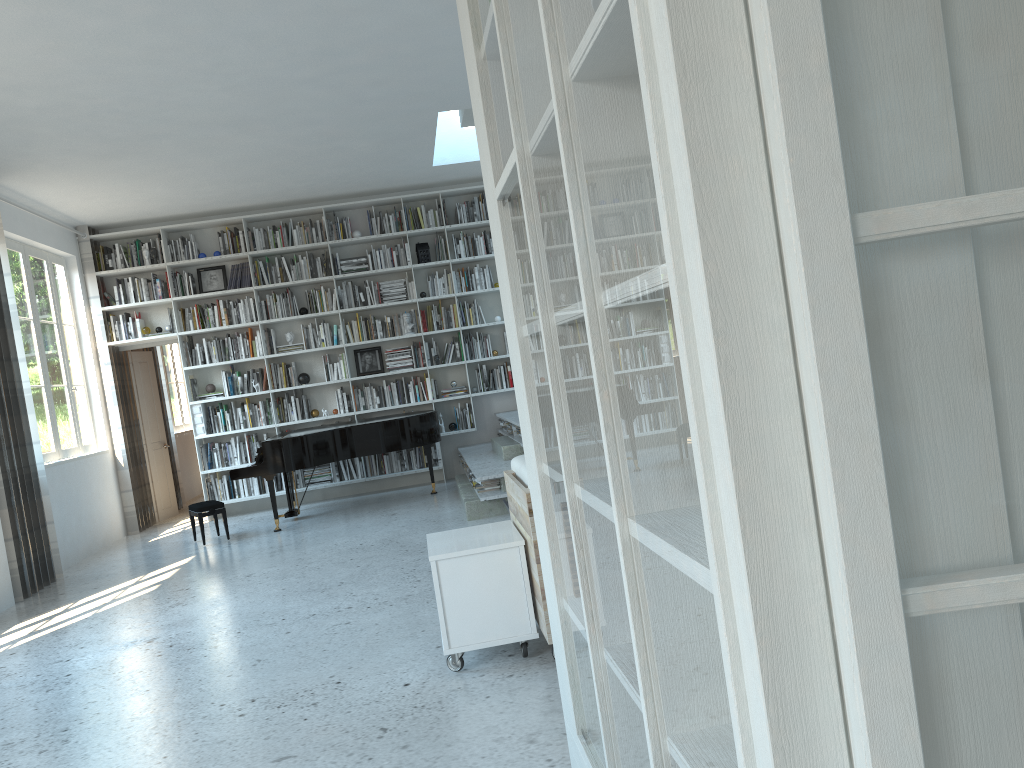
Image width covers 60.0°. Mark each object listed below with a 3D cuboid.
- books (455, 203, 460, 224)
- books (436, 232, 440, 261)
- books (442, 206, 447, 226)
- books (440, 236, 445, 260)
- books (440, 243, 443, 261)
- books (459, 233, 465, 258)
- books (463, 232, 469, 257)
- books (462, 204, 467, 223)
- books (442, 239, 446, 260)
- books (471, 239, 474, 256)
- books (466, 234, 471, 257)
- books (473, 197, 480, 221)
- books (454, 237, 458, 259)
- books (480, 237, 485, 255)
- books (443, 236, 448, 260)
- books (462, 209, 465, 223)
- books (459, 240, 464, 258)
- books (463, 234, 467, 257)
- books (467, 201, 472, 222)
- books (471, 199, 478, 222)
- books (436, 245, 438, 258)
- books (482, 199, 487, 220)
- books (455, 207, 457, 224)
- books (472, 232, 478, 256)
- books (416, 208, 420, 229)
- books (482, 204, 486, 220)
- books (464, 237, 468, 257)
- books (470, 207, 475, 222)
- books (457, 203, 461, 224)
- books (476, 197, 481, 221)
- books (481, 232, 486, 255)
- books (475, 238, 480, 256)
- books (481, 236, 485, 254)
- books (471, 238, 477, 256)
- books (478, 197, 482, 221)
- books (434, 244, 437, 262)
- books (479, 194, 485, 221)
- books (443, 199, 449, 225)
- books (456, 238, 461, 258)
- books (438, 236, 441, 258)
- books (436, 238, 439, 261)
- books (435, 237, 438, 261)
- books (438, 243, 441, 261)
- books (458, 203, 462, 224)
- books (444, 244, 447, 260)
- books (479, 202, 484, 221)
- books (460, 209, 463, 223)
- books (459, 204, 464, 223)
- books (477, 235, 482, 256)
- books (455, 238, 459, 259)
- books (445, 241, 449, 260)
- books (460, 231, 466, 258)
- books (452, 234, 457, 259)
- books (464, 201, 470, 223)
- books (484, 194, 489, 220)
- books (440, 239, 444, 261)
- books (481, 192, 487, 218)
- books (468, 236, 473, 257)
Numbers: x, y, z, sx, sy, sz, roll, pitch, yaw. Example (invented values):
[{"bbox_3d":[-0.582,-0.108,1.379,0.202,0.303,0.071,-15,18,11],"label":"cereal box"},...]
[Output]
[{"bbox_3d":[-0.596,-1.851,9.763,0.009,0.244,0.173,-9,2,-6],"label":"books"},{"bbox_3d":[-0.816,-1.496,9.757,0.025,0.339,0.142,-9,2,-6],"label":"books"},{"bbox_3d":[-0.741,-1.821,9.745,0.033,0.229,0.175,-9,2,-6],"label":"books"},{"bbox_3d":[-0.768,-1.478,9.778,0.013,0.289,0.131,-9,2,-6],"label":"books"},{"bbox_3d":[-0.778,-1.437,9.760,0.013,0.211,0.140,-9,2,-6],"label":"books"},{"bbox_3d":[-0.550,-1.507,9.782,0.011,0.283,0.173,-9,2,-6],"label":"books"},{"bbox_3d":[-0.503,-1.521,9.796,0.021,0.296,0.138,-9,2,-6],"label":"books"},{"bbox_3d":[-0.524,-1.853,9.781,0.028,0.226,0.163,-9,2,-6],"label":"books"},{"bbox_3d":[-0.747,-1.460,9.739,0.013,0.248,0.186,-9,2,-6],"label":"books"},{"bbox_3d":[-0.441,-1.489,9.805,0.014,0.215,0.132,-9,2,-6],"label":"books"},{"bbox_3d":[-0.486,-1.514,9.805,0.012,0.277,0.133,-9,2,-6],"label":"books"},{"bbox_3d":[-0.395,-1.907,9.795,0.024,0.292,0.167,-9,2,-6],"label":"books"},{"bbox_3d":[-0.625,-1.494,9.787,0.011,0.280,0.133,-9,2,-6],"label":"books"},{"bbox_3d":[-0.334,-1.502,9.789,0.021,0.209,0.180,-9,2,-6],"label":"books"},{"bbox_3d":[-0.730,-1.485,9.775,0.005,0.292,0.130,-9,2,-6],"label":"books"},{"bbox_3d":[-0.543,-1.840,9.793,0.009,0.206,0.146,-9,2,-6],"label":"books"},{"bbox_3d":[-0.561,-1.466,9.765,0.026,0.208,0.181,-9,2,-6],"label":"books"},{"bbox_3d":[-0.524,-1.503,9.779,0.010,0.269,0.166,-9,2,-6],"label":"books"},{"bbox_3d":[-0.472,-1.877,9.787,0.021,0.256,0.168,-9,2,-6],"label":"books"},{"bbox_3d":[-0.415,-1.886,9.770,0.028,0.258,0.184,-9,2,-6],"label":"books"},{"bbox_3d":[-0.825,-1.424,9.768,0.022,0.199,0.143,-9,2,-6],"label":"books"},{"bbox_3d":[-0.305,-1.899,9.798,0.008,0.251,0.170,-9,2,-6],"label":"books"},{"bbox_3d":[-0.619,-1.827,9.754,0.046,0.206,0.183,-9,2,-6],"label":"books"},{"bbox_3d":[-0.406,-1.530,9.808,0.013,0.284,0.154,-9,2,-6],"label":"books"},{"bbox_3d":[-1.033,-1.795,9.741,0.007,0.264,0.133,-9,2,-6],"label":"books"},{"bbox_3d":[-0.312,-1.873,9.783,0.018,0.201,0.188,-9,2,-6],"label":"books"},{"bbox_3d":[-0.512,-1.489,9.789,0.012,0.236,0.165,-9,2,-6],"label":"books"},{"bbox_3d":[-0.443,-1.848,9.809,0.031,0.190,0.132,-9,2,-6],"label":"books"},{"bbox_3d":[-0.587,-1.853,9.773,0.011,0.244,0.172,-9,2,-6],"label":"books"},{"bbox_3d":[-0.376,-1.911,9.809,0.017,0.295,0.139,-9,2,-6],"label":"books"},{"bbox_3d":[-0.313,-1.534,9.806,0.012,0.265,0.156,-9,2,-6],"label":"books"},{"bbox_3d":[-0.382,-1.499,9.810,0.025,0.216,0.144,-9,2,-6],"label":"books"},{"bbox_3d":[-0.321,-1.511,9.804,0.011,0.222,0.159,-9,2,-6],"label":"books"},{"bbox_3d":[-0.422,-1.497,9.811,0.028,0.223,0.142,-9,2,-6],"label":"books"},{"bbox_3d":[-0.358,-1.909,9.806,0.007,0.285,0.159,-9,2,-6],"label":"books"},{"bbox_3d":[-0.838,-1.429,9.759,0.019,0.214,0.156,-9,2,-6],"label":"books"},{"bbox_3d":[-0.334,-1.926,9.795,0.006,0.312,0.179,-9,2,-6],"label":"books"},{"bbox_3d":[-0.726,-1.861,9.738,0.019,0.304,0.176,-9,2,-6],"label":"books"},{"bbox_3d":[-0.591,-1.480,9.780,0.026,0.243,0.148,-9,2,-6],"label":"books"},{"bbox_3d":[-0.794,-1.472,9.738,0.021,0.288,0.179,-9,2,-6],"label":"books"},{"bbox_3d":[-0.817,-1.461,9.742,0.022,0.272,0.181,-9,2,-6],"label":"books"},{"bbox_3d":[-0.831,-1.459,9.727,0.021,0.272,0.190,-9,2,-6],"label":"books"},{"bbox_3d":[-0.801,-1.436,9.759,0.024,0.217,0.168,-9,2,-6],"label":"books"},{"bbox_3d":[-0.578,-1.860,9.783,0.012,0.255,0.133,-9,2,-6],"label":"books"},{"bbox_3d":[-0.735,-1.439,9.787,0.015,0.201,0.130,-9,2,-6],"label":"books"},{"bbox_3d":[-0.339,-1.884,9.790,0.018,0.231,0.160,-9,2,-6],"label":"books"},{"bbox_3d":[-0.561,-1.826,9.776,0.009,0.183,0.160,-9,2,-6],"label":"books"},{"bbox_3d":[-0.552,-1.850,9.764,0.013,0.229,0.174,-9,2,-6],"label":"books"},{"bbox_3d":[-0.359,-1.512,9.801,0.023,0.237,0.149,-9,2,-6],"label":"books"},{"bbox_3d":[-0.610,-1.476,9.784,0.012,0.240,0.138,-9,2,-6],"label":"books"},{"bbox_3d":[-0.714,-1.447,9.743,0.008,0.214,0.223,-9,2,-6],"label":"books"},{"bbox_3d":[-0.539,-1.520,9.777,0.014,0.307,0.152,-9,2,-6],"label":"books"},{"bbox_3d":[-0.634,-1.495,9.766,0.012,0.285,0.159,-9,2,-6],"label":"books"},{"bbox_3d":[-0.497,-1.872,9.783,0.030,0.255,0.161,-9,2,-6],"label":"books"},{"bbox_3d":[-0.288,-1.926,9.782,0.015,0.299,0.183,-9,2,-6],"label":"books"},{"bbox_3d":[-0.771,-1.460,9.750,0.005,0.255,0.158,-9,2,-6],"label":"books"},{"bbox_3d":[-0.303,-1.939,9.797,0.007,0.329,0.183,-9,2,-6],"label":"books"},{"bbox_3d":[-0.461,-1.499,9.784,0.027,0.241,0.160,-9,2,-6],"label":"books"}]
